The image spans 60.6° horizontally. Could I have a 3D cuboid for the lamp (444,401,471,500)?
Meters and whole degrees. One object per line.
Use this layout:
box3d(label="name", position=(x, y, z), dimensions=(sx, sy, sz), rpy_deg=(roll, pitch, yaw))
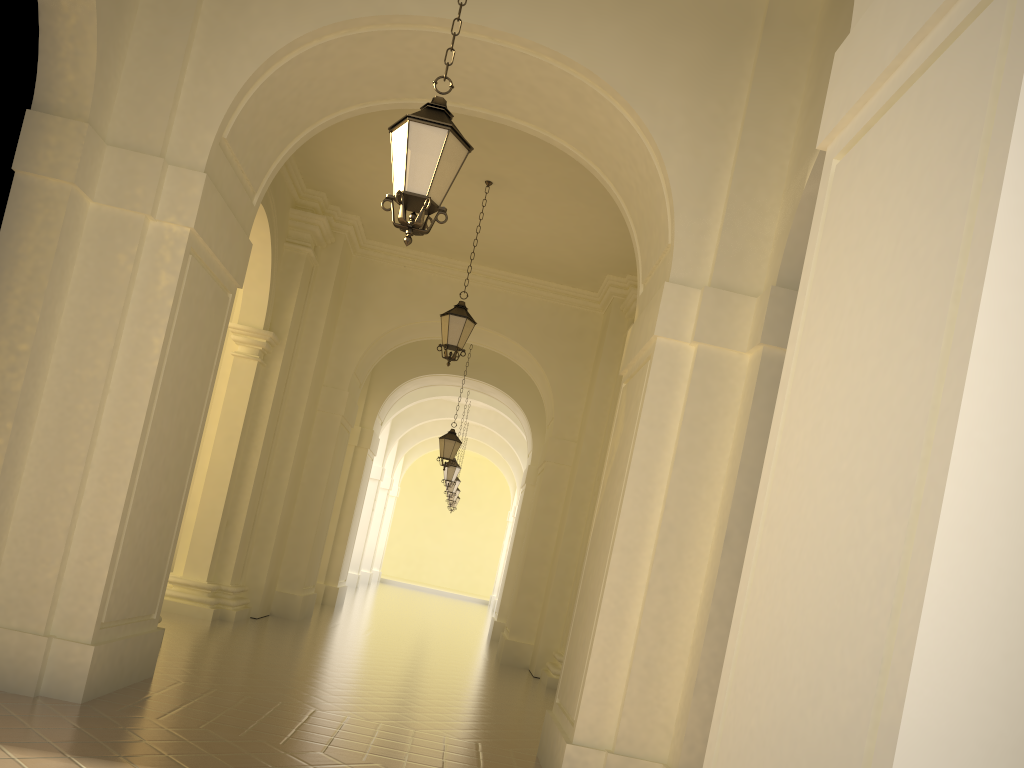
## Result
box3d(label="lamp", position=(-1.600, 1.980, 26.986), dimensions=(0.511, 3.279, 0.445), rpy_deg=(12, -3, -2))

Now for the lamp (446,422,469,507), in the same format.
box3d(label="lamp", position=(-1.834, 2.745, 30.802), dimensions=(0.511, 3.279, 0.445), rpy_deg=(12, -3, -2))

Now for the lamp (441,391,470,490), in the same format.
box3d(label="lamp", position=(-1.362, 1.202, 23.099), dimensions=(0.511, 3.279, 0.445), rpy_deg=(12, -3, -2))

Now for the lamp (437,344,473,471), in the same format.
box3d(label="lamp", position=(-1.053, 0.193, 18.062), dimensions=(0.450, 3.279, 0.505), rpy_deg=(14, -4, -32))

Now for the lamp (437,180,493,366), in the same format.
box3d(label="lamp", position=(-0.578, -1.467, 11.645), dimensions=(0.437, 2.542, 0.521), rpy_deg=(11, -4, 28))

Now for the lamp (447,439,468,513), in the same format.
box3d(label="lamp", position=(-2.067, 3.505, 34.595), dimensions=(0.511, 3.279, 0.445), rpy_deg=(12, -3, -2))

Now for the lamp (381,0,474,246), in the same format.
box3d(label="lamp", position=(-0.262, -2.394, 5.151), dimensions=(0.450, 3.279, 0.505), rpy_deg=(14, -4, -32))
